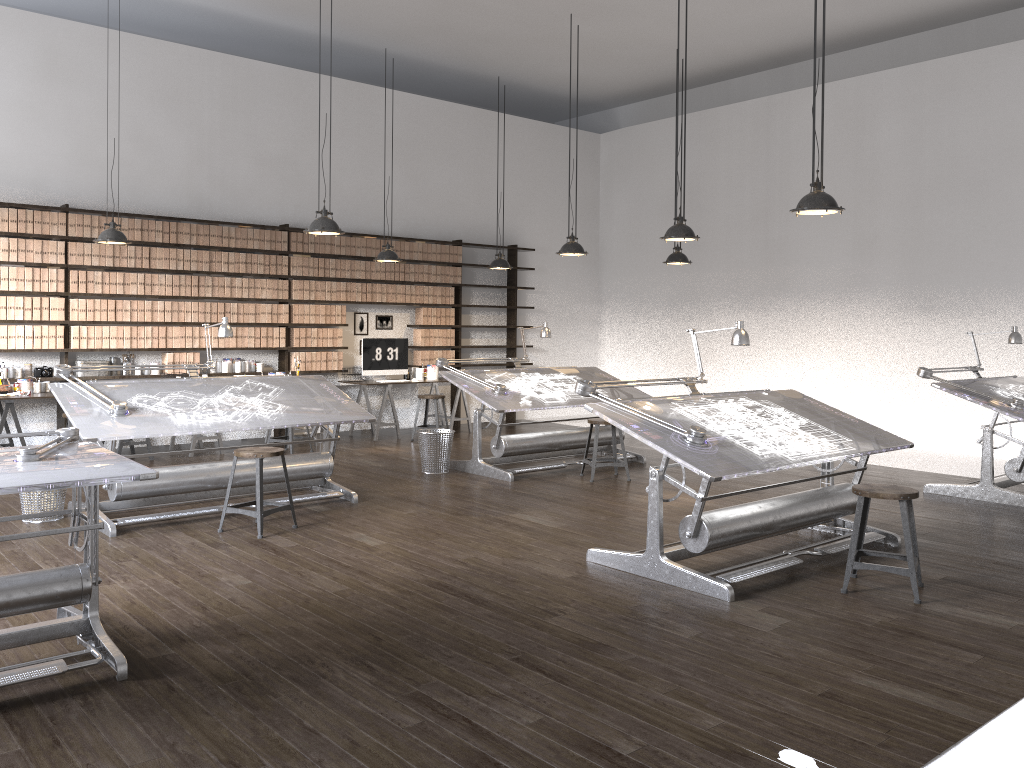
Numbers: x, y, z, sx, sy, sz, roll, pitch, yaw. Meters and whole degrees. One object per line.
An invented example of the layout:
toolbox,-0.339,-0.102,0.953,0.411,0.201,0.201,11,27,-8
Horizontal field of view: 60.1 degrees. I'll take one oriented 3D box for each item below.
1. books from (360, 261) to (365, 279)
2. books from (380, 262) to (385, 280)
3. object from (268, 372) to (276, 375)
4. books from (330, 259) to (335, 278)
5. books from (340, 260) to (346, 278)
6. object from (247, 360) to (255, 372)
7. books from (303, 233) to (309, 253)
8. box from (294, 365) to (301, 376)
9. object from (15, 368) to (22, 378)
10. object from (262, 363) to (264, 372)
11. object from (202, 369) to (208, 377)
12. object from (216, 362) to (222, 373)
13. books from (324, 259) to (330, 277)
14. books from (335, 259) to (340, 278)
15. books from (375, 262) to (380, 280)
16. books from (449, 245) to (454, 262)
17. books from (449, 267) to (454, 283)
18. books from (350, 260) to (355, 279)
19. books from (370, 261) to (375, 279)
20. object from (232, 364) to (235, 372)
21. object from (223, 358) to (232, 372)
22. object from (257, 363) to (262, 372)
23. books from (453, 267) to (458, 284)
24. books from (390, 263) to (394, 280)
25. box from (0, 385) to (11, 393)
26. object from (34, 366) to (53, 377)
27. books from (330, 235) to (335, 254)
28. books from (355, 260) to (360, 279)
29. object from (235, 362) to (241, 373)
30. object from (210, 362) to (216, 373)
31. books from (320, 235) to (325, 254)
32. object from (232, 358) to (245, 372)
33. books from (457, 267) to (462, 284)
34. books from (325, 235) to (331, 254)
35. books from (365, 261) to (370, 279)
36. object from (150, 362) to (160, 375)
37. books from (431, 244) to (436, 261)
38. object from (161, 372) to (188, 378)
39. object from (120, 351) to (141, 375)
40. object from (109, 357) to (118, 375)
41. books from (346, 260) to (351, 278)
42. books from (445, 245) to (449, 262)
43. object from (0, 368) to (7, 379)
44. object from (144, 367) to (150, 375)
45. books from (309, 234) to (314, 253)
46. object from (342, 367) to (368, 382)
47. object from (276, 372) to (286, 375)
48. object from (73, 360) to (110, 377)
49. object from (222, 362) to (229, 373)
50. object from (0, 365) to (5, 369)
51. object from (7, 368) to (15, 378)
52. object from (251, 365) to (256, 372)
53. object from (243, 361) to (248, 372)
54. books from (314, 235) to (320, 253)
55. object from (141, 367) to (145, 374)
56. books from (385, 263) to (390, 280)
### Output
books,-1.861,-1.385,10.801,0.067,0.225,0.175,0,2,-41
books,-1.645,-1.394,10.983,0.067,0.225,0.175,0,2,-41
object,-2.683,-0.063,9.930,0.095,0.128,0.094,-1,2,-44
books,-2.174,-1.371,10.534,0.067,0.225,0.174,0,2,-41
books,-2.069,-1.376,10.629,0.067,0.225,0.175,0,2,-40
object,-2.951,-0.203,10.018,0.095,0.130,0.094,2,2,37
books,-2.438,-1.636,10.309,0.067,0.225,0.175,0,2,-40
box,-2.391,-0.111,10.019,0.212,0.207,0.138,-1,2,-40
object,-4.688,-0.104,8.410,0.062,0.094,0.062,2,2,35
object,-2.830,-0.186,9.980,0.063,0.094,0.062,0,2,-9
object,-3.265,-0.077,9.420,0.101,0.209,0.101,1,1,4
object,-3.198,-0.179,9.660,0.062,0.118,0.063,1,1,0
books,-2.232,-1.369,10.491,0.067,0.225,0.175,0,2,-41
books,-2.123,-1.373,10.583,0.067,0.225,0.174,0,2,-40
books,-1.703,-1.392,10.938,0.067,0.225,0.174,0,2,-41
books,-0.847,-1.707,11.665,0.067,0.225,0.175,0,2,-41
books,-0.845,-1.429,11.666,0.067,0.225,0.175,0,2,-41
books,-1.966,-1.380,10.715,0.067,0.225,0.175,0,2,-40
books,-1.758,-1.390,10.896,0.067,0.225,0.174,0,2,-40
object,-3.079,-0.176,9.823,0.054,0.101,0.054,0,1,-24
object,-3.141,-0.202,9.774,0.095,0.162,0.094,-1,2,-44
object,-2.826,-0.182,9.913,0.062,0.095,0.062,0,2,-9
books,-0.797,-1.432,11.713,0.067,0.225,0.175,0,2,-40
books,-1.545,-1.399,11.074,0.067,0.225,0.175,0,2,-41
box,-4.694,0.053,8.055,0.212,0.083,0.138,-2,4,-41
object,-4.514,-0.119,8.542,0.171,0.108,0.091,-2,3,-40
books,-2.173,-1.648,10.533,0.067,0.225,0.175,0,2,-41
books,-1.918,-1.382,10.755,0.067,0.225,0.175,0,2,-40
object,-3.020,-0.184,9.759,0.062,0.119,0.062,1,1,18
object,-3.264,-0.181,9.667,0.062,0.119,0.062,1,1,0
books,-2.275,-1.643,10.447,0.067,0.225,0.175,0,2,-41
object,-3.050,-0.207,9.866,0.094,0.161,0.205,-1,3,-39
books,-0.748,-1.434,11.753,0.067,0.225,0.175,0,2,-40
books,-2.220,-1.645,10.487,0.067,0.225,0.175,0,2,-40
books,-1.810,-1.387,10.849,0.067,0.225,0.175,0,2,-40
object,-3.723,-0.159,9.229,0.095,0.128,0.094,-1,2,-34
books,-1.061,-1.697,11.480,0.067,0.225,0.174,0,2,-41
object,-3.467,-0.034,9.085,0.204,0.160,0.284,-2,4,-40
object,-3.925,-0.229,9.106,0.156,0.271,0.181,2,2,34
object,-4.084,-0.181,9.074,0.079,0.188,0.079,1,1,28
books,-2.014,-1.378,10.668,0.067,0.225,0.175,0,2,-41
books,-0.903,-1.704,11.616,0.067,0.225,0.175,0,2,-41
object,-4.765,-0.097,8.296,0.062,0.094,0.062,2,2,35
object,-3.803,-0.142,9.212,0.062,0.093,0.181,0,3,-27
books,-2.381,-1.638,10.352,0.067,0.225,0.174,0,2,-40
object,-1.870,-0.112,10.569,0.204,0.160,0.284,3,4,42
object,-2.577,-0.065,9.879,0.105,0.141,0.104,-1,2,-33
object,-4.206,-0.156,8.855,0.317,0.152,0.193,-2,4,-41
object,-3.127,-0.179,9.663,0.062,0.119,0.062,1,1,9
object,-4.848,-0.116,8.372,0.095,0.128,0.094,0,2,-10
object,-4.722,-0.100,8.352,0.063,0.093,0.062,2,2,35
object,-2.908,-0.174,9.944,0.054,0.081,0.054,2,2,40
object,-2.975,-0.192,9.889,0.062,0.119,0.062,1,1,18
books,-2.329,-1.641,10.401,0.067,0.225,0.174,0,2,-41
object,-3.846,-0.145,9.197,0.063,0.093,0.062,1,2,12
books,-1.590,-1.396,11.029,0.067,0.225,0.175,0,2,-40
